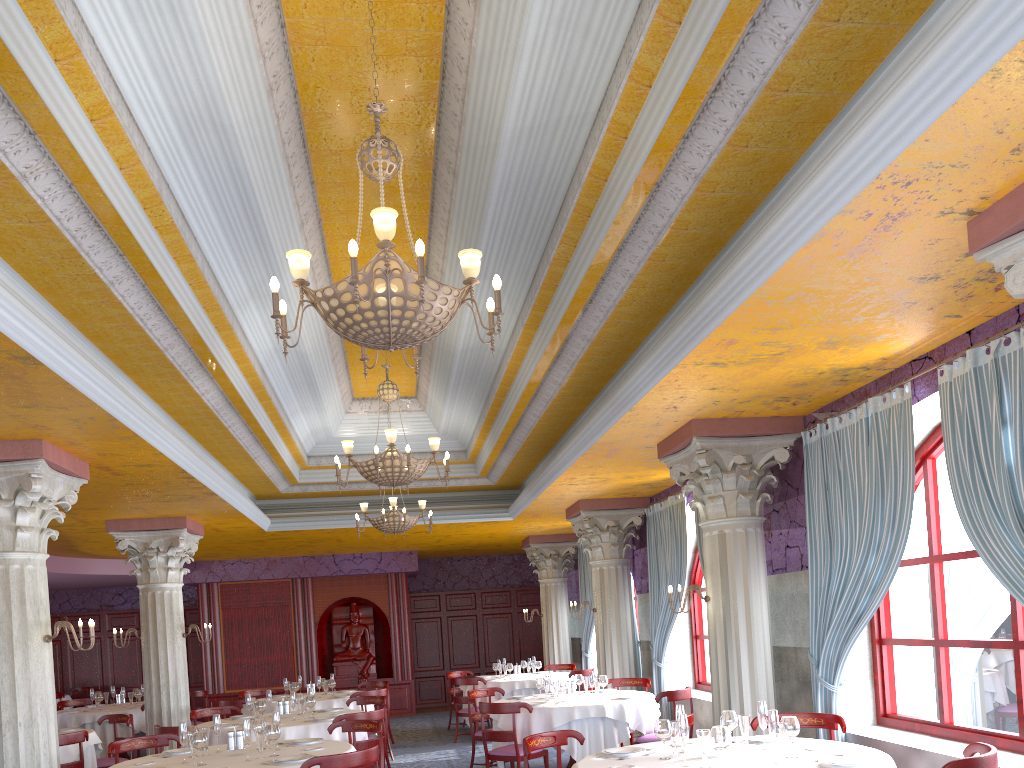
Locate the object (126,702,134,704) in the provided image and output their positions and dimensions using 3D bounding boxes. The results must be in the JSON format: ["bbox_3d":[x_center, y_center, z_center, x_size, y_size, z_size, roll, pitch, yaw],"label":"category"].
[{"bbox_3d":[-6.534,5.440,14.595,0.159,0.009,0.164,5,-17,-27],"label":"object"}]

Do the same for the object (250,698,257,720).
[{"bbox_3d":[-3.110,3.893,10.263,0.122,0.261,0.124,-1,-4,-39],"label":"object"}]

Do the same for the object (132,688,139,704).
[{"bbox_3d":[-6.270,5.215,14.297,0.122,0.261,0.124,-4,-3,6],"label":"object"}]

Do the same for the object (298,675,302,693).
[{"bbox_3d":[-3.398,4.845,13.742,0.074,0.331,0.074,-4,-1,28],"label":"object"}]

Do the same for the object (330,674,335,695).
[{"bbox_3d":[-2.862,4.787,13.653,0.074,0.331,0.074,-4,-1,28],"label":"object"}]

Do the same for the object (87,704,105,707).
[{"bbox_3d":[-6.997,5.401,14.377,0.312,0.024,0.325,-1,-16,-8],"label":"object"}]

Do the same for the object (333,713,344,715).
[{"bbox_3d":[-2.085,3.958,10.275,0.161,0.009,0.161,-13,-18,31],"label":"object"}]

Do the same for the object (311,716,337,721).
[{"bbox_3d":[-2.113,3.785,9.677,0.312,0.024,0.325,-1,-16,-8],"label":"object"}]

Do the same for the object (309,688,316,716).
[{"bbox_3d":[-2.421,3.842,10.364,0.073,0.331,0.075,-3,-2,-39],"label":"object"}]

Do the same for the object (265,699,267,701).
[{"bbox_3d":[-3.853,4.917,13.319,0.162,0.009,0.160,-17,-20,40],"label":"object"}]

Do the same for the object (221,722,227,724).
[{"bbox_3d":[-3.412,3.973,10.030,0.162,0.009,0.160,-17,-20,40],"label":"object"}]

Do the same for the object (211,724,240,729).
[{"bbox_3d":[-3.184,3.810,9.526,0.312,0.024,0.325,-1,-16,-8],"label":"object"}]

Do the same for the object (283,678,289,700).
[{"bbox_3d":[-3.487,4.701,13.205,0.074,0.331,0.074,-4,-1,28],"label":"object"}]

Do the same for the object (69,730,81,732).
[{"bbox_3d":[-5.226,4.124,10.173,0.028,0.013,0.236,-13,-18,35],"label":"object"}]

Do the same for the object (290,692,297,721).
[{"bbox_3d":[-2.509,3.698,9.827,0.074,0.331,0.074,-4,-1,28],"label":"object"}]

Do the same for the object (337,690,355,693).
[{"bbox_3d":[-2.704,5.038,14.039,0.313,0.024,0.324,5,-17,-27],"label":"object"}]

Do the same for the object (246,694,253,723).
[{"bbox_3d":[-3.045,3.756,9.916,0.073,0.331,0.075,-3,-1,-17],"label":"object"}]

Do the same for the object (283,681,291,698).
[{"bbox_3d":[-3.551,4.837,13.552,0.122,0.261,0.124,-3,-4,-17],"label":"object"}]

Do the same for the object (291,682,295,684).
[{"bbox_3d":[-3.466,4.868,13.634,0.086,0.234,0.086,-4,-3,17],"label":"object"}]

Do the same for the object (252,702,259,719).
[{"bbox_3d":[-2.935,3.778,9.844,0.086,0.234,0.086,-4,-3,17],"label":"object"}]

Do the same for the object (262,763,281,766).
[{"bbox_3d":[-1.834,2.891,6.511,0.237,0.013,0.028,-15,-17,36],"label":"object"}]

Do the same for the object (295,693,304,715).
[{"bbox_3d":[-2.607,3.933,10.519,0.122,0.261,0.124,-4,-3,6],"label":"object"}]

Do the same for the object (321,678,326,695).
[{"bbox_3d":[-3.048,4.877,13.808,0.122,0.261,0.124,-3,-4,-17],"label":"object"}]

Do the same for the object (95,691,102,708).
[{"bbox_3d":[-6.773,5.175,14.041,0.122,0.261,0.124,-4,-3,6],"label":"object"}]

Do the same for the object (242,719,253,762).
[{"bbox_3d":[-2.102,2.827,6.794,0.074,0.331,0.074,-4,-1,28],"label":"object"}]

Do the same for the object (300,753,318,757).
[{"bbox_3d":[-1.607,2.963,6.832,0.263,0.019,0.055,-17,-19,40],"label":"object"}]

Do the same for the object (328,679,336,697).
[{"bbox_3d":[-2.793,4.721,13.305,0.122,0.261,0.124,-3,-4,-17],"label":"object"}]

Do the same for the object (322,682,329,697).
[{"bbox_3d":[-2.876,4.716,13.223,0.086,0.234,0.086,-4,-3,17],"label":"object"}]

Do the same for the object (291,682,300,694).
[{"bbox_3d":[-3.296,4.681,13.049,0.122,0.261,0.124,-3,-4,-17],"label":"object"}]

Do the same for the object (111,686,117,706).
[{"bbox_3d":[-6.620,5.182,14.230,0.074,0.331,0.074,-4,-1,28],"label":"object"}]

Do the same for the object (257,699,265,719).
[{"bbox_3d":[-3.025,3.923,10.345,0.085,0.234,0.087,-3,-2,-6],"label":"object"}]

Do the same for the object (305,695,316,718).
[{"bbox_3d":[-2.352,3.776,10.016,0.122,0.261,0.124,-1,-4,-39],"label":"object"}]

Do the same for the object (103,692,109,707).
[{"bbox_3d":[-6.688,5.205,14.122,0.085,0.234,0.087,-2,-3,-28],"label":"object"}]

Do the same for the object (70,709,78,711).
[{"bbox_3d":[-7.075,5.255,13.807,0.159,0.009,0.164,-7,-16,11],"label":"object"}]

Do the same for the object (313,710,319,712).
[{"bbox_3d":[-2.450,4.136,10.849,0.056,0.019,0.260,-15,-19,39],"label":"object"}]

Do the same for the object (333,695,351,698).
[{"bbox_3d":[-2.554,4.730,12.966,0.312,0.024,0.325,-1,-16,-8],"label":"object"}]

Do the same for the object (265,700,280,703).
[{"bbox_3d":[-3.626,4.755,12.815,0.312,0.024,0.325,-1,-16,-8],"label":"object"}]

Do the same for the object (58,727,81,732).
[{"bbox_3d":[-5.358,4.162,10.302,0.312,0.024,0.325,-1,-16,-8],"label":"object"}]

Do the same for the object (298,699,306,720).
[{"bbox_3d":[-2.435,3.772,9.934,0.086,0.234,0.086,-4,-3,17],"label":"object"}]

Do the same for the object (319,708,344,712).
[{"bbox_3d":[-2.262,4.094,10.751,0.316,0.024,0.321,-10,-17,21],"label":"object"}]

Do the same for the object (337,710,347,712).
[{"bbox_3d":[-2.130,4.056,10.622,0.028,0.013,0.236,-13,-18,35],"label":"object"}]

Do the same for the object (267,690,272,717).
[{"bbox_3d":[-2.957,3.900,10.453,0.074,0.331,0.074,-4,-1,28],"label":"object"}]

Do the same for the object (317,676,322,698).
[{"bbox_3d":[-2.951,4.642,13.116,0.074,0.331,0.074,-4,-1,28],"label":"object"}]

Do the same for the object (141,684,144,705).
[{"bbox_3d":[-6.084,5.124,14.142,0.074,0.331,0.074,-4,-1,28],"label":"object"}]

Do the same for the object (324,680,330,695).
[{"bbox_3d":[-2.966,4.862,13.724,0.085,0.234,0.087,-3,-2,-6],"label":"object"}]

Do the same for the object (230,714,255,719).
[{"bbox_3d":[-3.334,4.119,10.600,0.313,0.024,0.324,5,-17,-27],"label":"object"}]

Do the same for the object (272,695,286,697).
[{"bbox_3d":[-3.775,5.063,13.889,0.318,0.024,0.319,-13,-18,31],"label":"object"}]

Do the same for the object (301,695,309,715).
[{"bbox_3d":[-2.525,3.917,10.435,0.085,0.234,0.087,-3,-2,-6],"label":"object"}]

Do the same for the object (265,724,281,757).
[{"bbox_3d":[-1.945,2.905,6.983,0.122,0.261,0.124,-4,-3,6],"label":"object"}]

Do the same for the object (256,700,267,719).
[{"bbox_3d":[-2.854,3.736,9.760,0.122,0.261,0.124,-3,-4,-17],"label":"object"}]

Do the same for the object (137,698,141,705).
[{"bbox_3d":[-6.188,5.199,14.213,0.087,0.234,0.085,-6,-3,39],"label":"object"}]

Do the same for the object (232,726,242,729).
[{"bbox_3d":[-2.997,3.773,9.428,0.056,0.019,0.260,-15,-19,39],"label":"object"}]

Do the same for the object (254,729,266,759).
[{"bbox_3d":[-2.028,2.901,6.901,0.085,0.234,0.087,-2,-3,-28],"label":"object"}]

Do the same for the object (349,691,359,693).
[{"bbox_3d":[-2.571,5.000,13.911,0.028,0.013,0.236,-13,-18,35],"label":"object"}]

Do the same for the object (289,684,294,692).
[{"bbox_3d":[-3.377,4.722,13.133,0.085,0.234,0.087,-2,-3,-28],"label":"object"}]
